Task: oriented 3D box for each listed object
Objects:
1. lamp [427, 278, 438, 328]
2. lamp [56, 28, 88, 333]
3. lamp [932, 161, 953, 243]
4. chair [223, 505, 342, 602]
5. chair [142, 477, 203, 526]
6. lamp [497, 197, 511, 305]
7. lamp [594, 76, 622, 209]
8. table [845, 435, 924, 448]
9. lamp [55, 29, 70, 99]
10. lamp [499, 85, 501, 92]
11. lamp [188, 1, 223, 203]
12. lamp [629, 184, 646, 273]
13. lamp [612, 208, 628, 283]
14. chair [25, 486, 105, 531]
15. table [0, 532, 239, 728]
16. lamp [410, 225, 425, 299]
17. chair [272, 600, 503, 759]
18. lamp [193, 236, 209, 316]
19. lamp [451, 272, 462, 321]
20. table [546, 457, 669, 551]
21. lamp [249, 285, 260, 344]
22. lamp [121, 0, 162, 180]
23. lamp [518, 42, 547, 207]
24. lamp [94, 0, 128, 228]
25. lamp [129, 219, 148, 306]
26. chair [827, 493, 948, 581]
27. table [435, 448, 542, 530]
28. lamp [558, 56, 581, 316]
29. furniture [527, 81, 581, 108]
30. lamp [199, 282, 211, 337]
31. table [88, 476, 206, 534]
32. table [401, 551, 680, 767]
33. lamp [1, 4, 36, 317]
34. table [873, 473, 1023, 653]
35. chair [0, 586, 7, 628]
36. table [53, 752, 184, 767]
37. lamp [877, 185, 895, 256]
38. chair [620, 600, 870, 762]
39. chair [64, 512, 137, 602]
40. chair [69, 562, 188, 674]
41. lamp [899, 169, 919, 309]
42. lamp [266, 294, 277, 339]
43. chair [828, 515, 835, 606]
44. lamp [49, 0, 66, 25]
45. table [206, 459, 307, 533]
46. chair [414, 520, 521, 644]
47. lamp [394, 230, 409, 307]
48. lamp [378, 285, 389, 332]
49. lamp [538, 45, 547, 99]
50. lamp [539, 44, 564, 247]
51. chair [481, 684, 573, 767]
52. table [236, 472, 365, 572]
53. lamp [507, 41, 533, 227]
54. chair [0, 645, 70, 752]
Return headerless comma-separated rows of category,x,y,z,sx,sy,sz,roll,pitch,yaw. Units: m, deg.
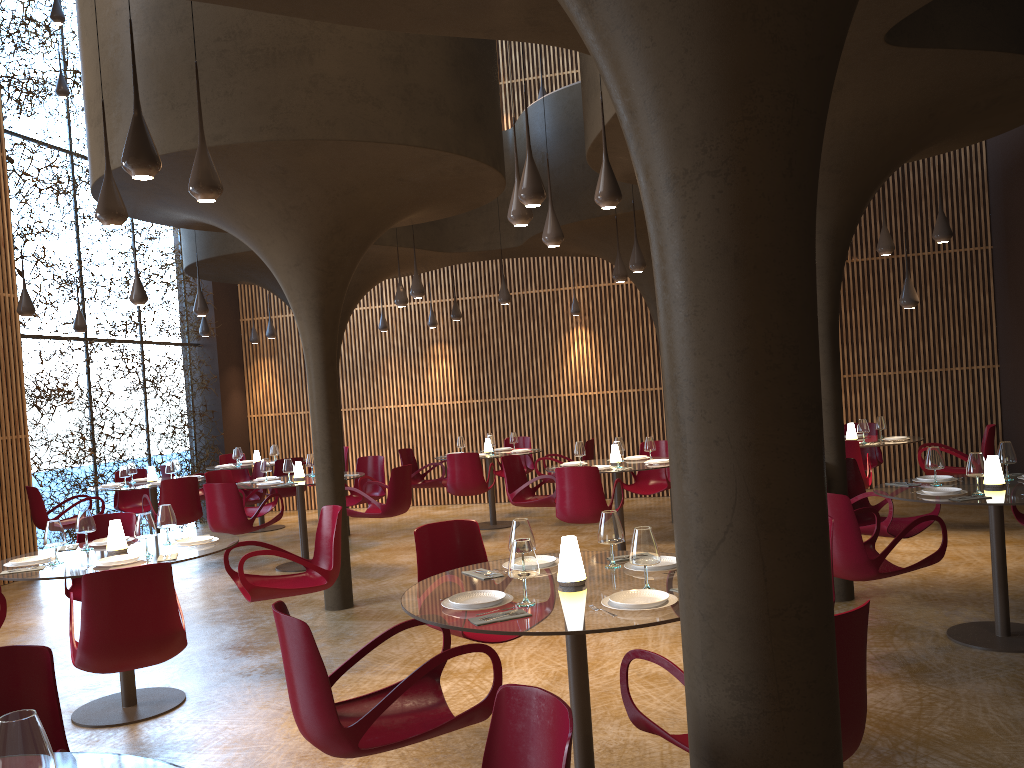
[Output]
lamp,-1.677,-4.166,16.266,0.196,6.280,0.195,-3,2,39
lamp,-6.348,-3.859,12.531,0.196,6.280,0.195,-3,2,39
lamp,4.318,-4.623,9.265,0.195,6.280,0.196,-5,1,-31
chair,-1.729,1.312,6.857,0.872,0.636,0.625,-4,0,-28
chair,-4.424,1.525,11.594,0.624,0.636,0.873,-4,0,-36
lamp,-0.319,-4.280,12.717,0.196,6.280,0.195,-3,1,29
lamp,0.462,-4.370,6.161,0.196,6.280,0.196,-4,1,-1
table,4.408,1.297,11.403,1.673,1.131,1.670,-4,0,34
lamp,-6.440,-5.517,12.474,0.195,2.963,0.196,-5,2,-41
lamp,-0.364,-6.292,15.842,0.196,2.225,0.196,-4,1,-1
lamp,-2.005,-4.202,5.119,0.196,6.280,0.195,-4,1,19
lamp,1.211,-4.402,9.990,0.195,6.280,0.196,-5,2,-41
lamp,1.123,-4.391,10.888,0.195,6.280,0.196,-5,2,-41
chair,-6.027,1.639,11.925,0.871,0.636,0.625,-4,0,-41
table,-2.797,1.774,6.388,1.671,1.131,1.673,-4,0,-22
lamp,-1.405,-4.213,11.111,0.195,6.280,0.196,-5,2,-41
chair,-0.563,1.214,3.822,0.872,0.636,0.625,-4,0,-26
lamp,-4.243,-4.012,11.420,0.195,6.280,0.196,-5,1,-31
lamp,-1.157,-4.209,14.969,0.196,6.280,0.195,-3,1,29
table,1.271,1.511,10.496,1.673,1.131,1.670,-4,0,34
lamp,-5.215,-3.914,17.165,0.196,6.280,0.195,-3,2,39
lamp,-2.127,-4.197,4.513,0.195,6.280,0.196,-5,2,-41
lamp,-0.078,-4.333,5.911,0.196,6.280,0.196,-4,1,-1
lamp,-2.787,-4.145,5.635,0.196,6.280,0.195,-4,1,19
lamp,-4.385,-4.011,9.842,0.195,6.280,0.196,-5,1,-31
chair,2.447,1.015,6.137,0.872,0.636,0.625,-4,0,-23
table,-0.323,1.640,13.757,1.673,1.131,1.670,-4,0,24
lamp,0.919,-4.351,15.679,0.196,6.280,0.195,-3,1,29
furniture,0.847,-3.302,11.917,0.899,1.048,2.532,-4,0,-34
lamp,-5.309,-3.920,14.654,0.196,6.280,0.195,-3,2,39
table,-5.078,1.967,12.633,1.670,1.131,1.673,-4,0,-34
table,0.334,1.544,4.361,1.671,1.131,1.673,-4,0,-25
lamp,-5.832,-3.908,10.188,0.196,6.280,0.196,-4,1,-11
table,3.622,1.326,6.593,1.671,1.131,1.672,-4,0,-18
chair,-3.833,1.453,5.812,0.872,0.636,0.625,-4,0,-33
table,-1.379,1.651,1.795,1.671,1.131,1.672,-4,0,-17
lamp,4.037,-4.599,10.015,0.195,6.280,0.196,-5,1,-31
chair,0.924,1.107,3.371,0.624,0.636,0.873,-4,0,-36
chair,-3.312,1.425,7.277,0.624,0.636,0.873,-4,0,-23
chair,-2.289,1.342,5.266,0.624,0.636,0.873,-4,0,-28
lamp,4.016,-3.936,9.375,0.195,6.280,0.196,-5,1,-31
lamp,-4.607,-3.962,16.108,0.196,6.280,0.195,-3,2,39
chair,1.389,1.083,4.942,0.872,0.636,0.625,-4,0,-31
lamp,-6.127,-5.910,11.789,0.195,2.225,0.196,-5,2,-41
table,-4.315,1.927,15.175,1.670,1.131,1.673,-4,0,-34
chair,-0.225,1.199,5.426,0.624,0.636,0.873,-4,0,-31
lamp,-1.721,-4.186,12.021,0.195,6.280,0.196,-5,2,-41
lamp,-2.589,-4.102,16.318,0.196,6.280,0.195,-3,1,29
lamp,0.408,-5.987,14.323,0.196,2.963,0.196,-4,1,-1
lamp,0.146,-4.339,7.707,0.195,6.280,0.196,-5,2,-41
chair,-0.252,1.184,2.218,0.872,0.636,0.625,-4,0,-23
table,-2.711,1.795,11.482,1.673,1.131,1.670,-4,0,34
lamp,-0.151,-4.324,6.608,0.196,6.280,0.195,-3,2,39
chair,-1.783,1.295,2.924,0.624,0.636,0.873,-4,0,-23
